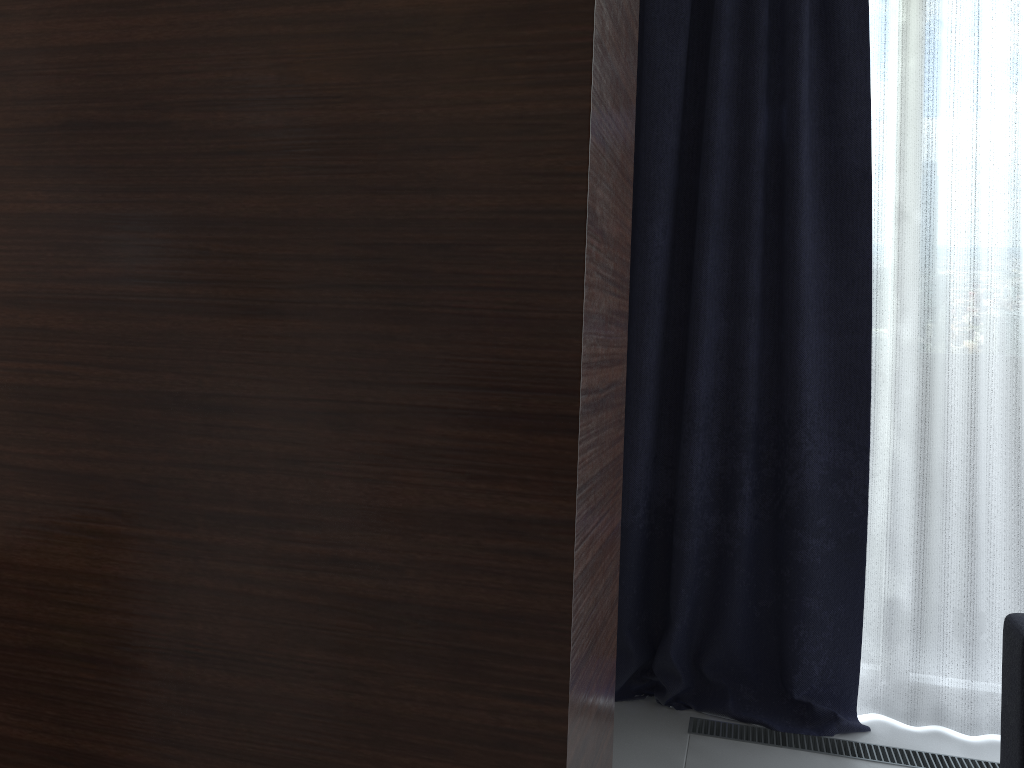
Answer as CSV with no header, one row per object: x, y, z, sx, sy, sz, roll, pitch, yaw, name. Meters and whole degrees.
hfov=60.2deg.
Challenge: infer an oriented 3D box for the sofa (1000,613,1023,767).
1.721,0.851,0.499,1.900,0.609,2.871,3,3,15,sofa
